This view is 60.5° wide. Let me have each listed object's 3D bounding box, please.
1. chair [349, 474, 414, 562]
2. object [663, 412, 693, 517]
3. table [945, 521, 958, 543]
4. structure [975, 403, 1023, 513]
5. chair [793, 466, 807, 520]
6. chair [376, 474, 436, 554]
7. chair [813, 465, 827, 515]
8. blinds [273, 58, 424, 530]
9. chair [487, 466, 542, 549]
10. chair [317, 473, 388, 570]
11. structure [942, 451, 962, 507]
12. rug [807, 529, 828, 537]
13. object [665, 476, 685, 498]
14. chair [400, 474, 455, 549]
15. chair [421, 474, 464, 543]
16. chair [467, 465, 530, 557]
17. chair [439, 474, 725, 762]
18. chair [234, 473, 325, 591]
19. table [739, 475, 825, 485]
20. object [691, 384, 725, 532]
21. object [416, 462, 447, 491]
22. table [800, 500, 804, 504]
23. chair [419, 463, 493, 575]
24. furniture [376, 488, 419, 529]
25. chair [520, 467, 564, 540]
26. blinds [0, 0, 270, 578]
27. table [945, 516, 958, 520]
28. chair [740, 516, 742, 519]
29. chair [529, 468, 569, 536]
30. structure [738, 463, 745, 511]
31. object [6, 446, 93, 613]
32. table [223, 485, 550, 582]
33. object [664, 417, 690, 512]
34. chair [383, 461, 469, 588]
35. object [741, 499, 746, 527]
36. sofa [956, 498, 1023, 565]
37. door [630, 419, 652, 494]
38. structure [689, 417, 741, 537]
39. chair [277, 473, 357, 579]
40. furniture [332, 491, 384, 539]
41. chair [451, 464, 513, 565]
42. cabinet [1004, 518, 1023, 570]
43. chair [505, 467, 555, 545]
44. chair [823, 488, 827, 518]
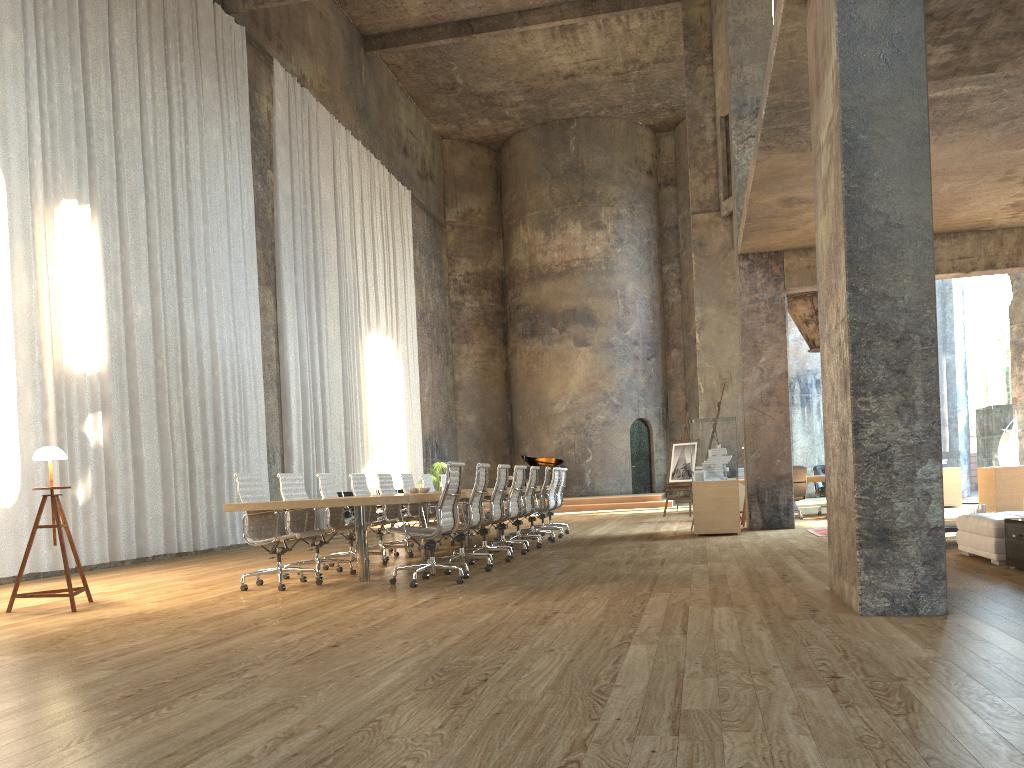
[{"bbox_3d":[-1.536,1.560,10.404,0.700,1.025,0.665,-3,-1,17],"label":"chair"},{"bbox_3d":[3.499,1.628,17.808,0.703,2.146,0.682,-2,1,44],"label":"object"},{"bbox_3d":[4.546,1.480,8.695,0.791,0.202,1.113,-4,-6,12],"label":"table"},{"bbox_3d":[6.761,1.071,11.946,0.595,1.547,0.742,-3,0,12],"label":"structure"},{"bbox_3d":[4.501,1.810,14.579,0.730,0.892,0.823,-3,-2,6],"label":"chair"},{"bbox_3d":[-1.349,1.649,11.265,0.700,1.025,0.665,-3,-1,20],"label":"chair"},{"bbox_3d":[5.802,1.888,15.814,0.731,0.892,0.822,-3,-2,13],"label":"chair"},{"bbox_3d":[-3.294,-1.186,19.580,0.275,8.637,7.837,-3,-2,13],"label":"blinds"},{"bbox_3d":[0.037,1.559,11.067,0.700,1.025,0.665,-3,-1,17],"label":"chair"},{"bbox_3d":[-1.720,1.464,9.489,0.700,1.025,0.665,-3,-1,11],"label":"chair"},{"bbox_3d":[7.811,1.780,16.270,0.736,1.014,0.744,-3,-2,12],"label":"structure"},{"bbox_3d":[5.007,1.802,10.890,2.466,0.009,1.349,-4,-7,12],"label":"rug"},{"bbox_3d":[5.152,2.978,26.904,0.915,0.990,0.907,-4,-3,23],"label":"object"},{"bbox_3d":[-1.164,1.741,12.144,0.700,1.025,0.665,-3,-1,17],"label":"chair"},{"bbox_3d":[-0.974,1.834,13.042,0.700,1.025,0.665,-3,-1,15],"label":"chair"},{"bbox_3d":[-0.149,1.470,10.206,0.700,1.025,0.665,-3,-1,20],"label":"chair"},{"bbox_3d":[1.986,1.728,13.313,12.970,1.030,31.584,-4,-7,12],"label":"chair"},{"bbox_3d":[-2.051,1.287,7.801,0.700,1.025,0.665,-3,-1,17],"label":"chair"},{"bbox_3d":[5.147,1.942,15.180,2.413,0.699,1.107,-4,-4,12],"label":"table"},{"bbox_3d":[2.890,1.079,12.745,0.685,2.146,0.700,-3,0,11],"label":"object"},{"bbox_3d":[-1.847,2.712,22.219,1.092,1.456,1.131,-3,-2,3],"label":"object"},{"bbox_3d":[6.277,2.663,21.300,1.873,0.546,0.943,-4,-5,12],"label":"table"},{"bbox_3d":[-0.525,1.285,8.429,0.700,1.025,0.665,-3,-1,15],"label":"chair"},{"bbox_3d":[-2.220,2.632,18.701,0.709,0.840,1.876,-3,-5,12],"label":"furniture"},{"bbox_3d":[0.409,1.741,12.817,0.700,1.025,0.665,-3,-1,20],"label":"chair"},{"bbox_3d":[-5.101,-2.064,11.126,0.275,8.637,7.837,-3,-2,13],"label":"blinds"},{"bbox_3d":[4.622,1.496,9.056,0.861,0.246,0.371,-4,-4,12],"label":"table"},{"bbox_3d":[3.626,1.960,15.516,0.821,0.892,0.731,-3,-2,8],"label":"chair"},{"bbox_3d":[0.555,1.832,13.670,0.700,1.025,0.665,-3,-1,17],"label":"chair"},{"bbox_3d":[4.748,2.158,18.271,0.744,1.014,0.736,-3,-2,12],"label":"structure"},{"bbox_3d":[-3.543,1.126,6.860,0.656,1.297,0.572,-2,0,-45],"label":"object"},{"bbox_3d":[-0.765,1.700,10.813,1.603,0.757,7.734,-4,-7,12],"label":"table"},{"bbox_3d":[3.791,1.828,19.678,0.686,2.146,0.699,-2,1,38],"label":"object"},{"bbox_3d":[-0.725,1.189,7.502,0.700,1.025,0.665,-3,-1,18],"label":"chair"},{"bbox_3d":[3.763,1.516,13.387,0.571,1.297,0.658,-3,0,12],"label":"object"},{"bbox_3d":[4.988,1.110,7.942,2.067,0.720,2.936,-4,-6,12],"label":"sofa"},{"bbox_3d":[3.876,2.193,26.728,0.900,2.296,0.091,-3,1,-30],"label":"door"},{"bbox_3d":[2.737,1.259,11.875,0.595,1.547,0.742,-3,0,12],"label":"structure"},{"bbox_3d":[-1.899,1.377,8.652,0.700,1.025,0.665,-3,-1,20],"label":"chair"},{"bbox_3d":[-2.719,2.389,16.365,0.709,0.840,1.876,-3,-5,12],"label":"furniture"},{"bbox_3d":[-0.335,1.378,9.327,0.700,1.025,0.665,-3,-1,17],"label":"chair"},{"bbox_3d":[3.737,1.110,5.855,0.396,0.368,1.565,-3,-6,12],"label":"cabinet"},{"bbox_3d":[0.238,1.654,11.978,0.700,1.025,0.665,-3,-1,11],"label":"chair"},{"bbox_3d":[5.495,1.741,14.396,0.728,0.892,0.825,-2,-2,-14],"label":"chair"}]
